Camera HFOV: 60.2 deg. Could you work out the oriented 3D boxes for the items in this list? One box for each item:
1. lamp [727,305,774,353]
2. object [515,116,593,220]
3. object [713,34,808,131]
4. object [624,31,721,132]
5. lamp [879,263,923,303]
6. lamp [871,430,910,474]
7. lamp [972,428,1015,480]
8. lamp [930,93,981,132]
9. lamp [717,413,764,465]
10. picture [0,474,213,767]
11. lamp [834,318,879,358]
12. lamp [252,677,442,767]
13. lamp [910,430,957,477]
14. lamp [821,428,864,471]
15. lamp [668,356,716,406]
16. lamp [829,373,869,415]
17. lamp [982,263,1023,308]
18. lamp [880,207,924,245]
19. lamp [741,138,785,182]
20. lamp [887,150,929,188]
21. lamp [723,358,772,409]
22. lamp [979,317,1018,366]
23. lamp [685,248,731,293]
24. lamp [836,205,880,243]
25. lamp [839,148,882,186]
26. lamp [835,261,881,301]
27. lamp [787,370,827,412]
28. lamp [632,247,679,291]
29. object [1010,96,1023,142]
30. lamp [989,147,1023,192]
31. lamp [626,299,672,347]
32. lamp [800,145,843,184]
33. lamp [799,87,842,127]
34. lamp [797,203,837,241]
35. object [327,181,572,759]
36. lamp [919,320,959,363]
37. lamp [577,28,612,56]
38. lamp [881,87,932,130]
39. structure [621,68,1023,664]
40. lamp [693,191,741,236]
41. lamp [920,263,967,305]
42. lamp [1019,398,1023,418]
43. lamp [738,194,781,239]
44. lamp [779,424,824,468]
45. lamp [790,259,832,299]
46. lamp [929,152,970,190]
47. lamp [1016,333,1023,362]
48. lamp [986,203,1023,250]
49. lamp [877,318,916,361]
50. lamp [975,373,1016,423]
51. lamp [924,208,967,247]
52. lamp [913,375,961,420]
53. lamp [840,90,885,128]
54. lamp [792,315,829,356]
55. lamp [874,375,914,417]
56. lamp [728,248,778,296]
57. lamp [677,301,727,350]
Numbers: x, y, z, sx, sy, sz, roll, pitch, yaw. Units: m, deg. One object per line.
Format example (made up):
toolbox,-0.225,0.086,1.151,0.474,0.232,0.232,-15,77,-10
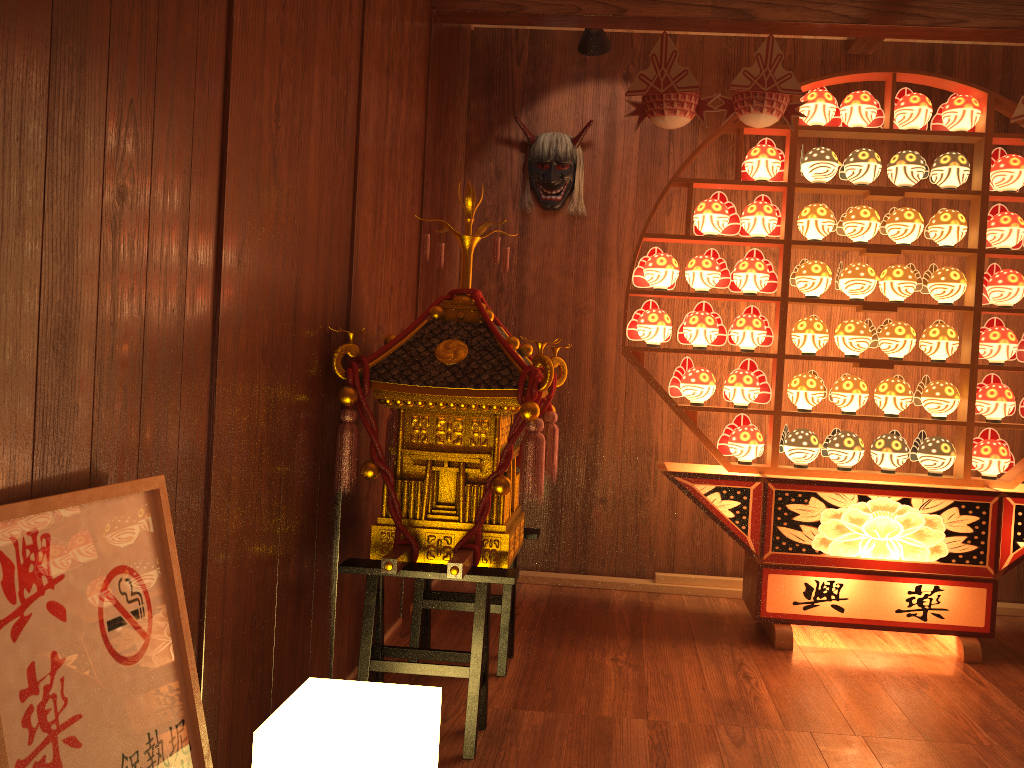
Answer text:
lamp,0.927,-0.219,3.465,0.179,0.192,0.160,4,1,20
object,0.187,-0.966,4.019,0.362,0.453,0.138,3,1,4
object,0.905,-1.079,3.212,0.346,0.306,0.216,3,1,4
object,0.581,-1.087,3.224,0.354,0.311,0.245,4,1,30
lamp,1.496,-0.396,3.442,0.162,0.167,0.135,2,1,-30
lamp,1.469,0.264,3.446,0.135,0.167,0.162,4,2,35
lamp,1.856,0.270,3.425,0.190,0.197,0.160,4,1,20
lamp,1.733,-1.054,3.405,0.187,0.188,0.159,3,1,10
lamp,0.924,0.218,3.475,0.196,0.197,0.156,3,1,-5
picture,-0.542,0.543,1.200,0.212,0.787,0.406,3,1,11
lamp,1.324,-0.182,3.451,0.160,0.161,0.136,3,1,-20
lamp,-0.309,0.779,1.698,0.279,0.315,0.282,3,1,5
lamp,1.658,0.272,3.437,0.144,0.173,0.152,2,1,-30
lamp,1.308,0.258,3.453,0.142,0.161,0.154,3,1,-15
lamp,0.741,-0.010,3.484,0.192,0.194,0.152,2,2,-35
lamp,1.320,0.039,3.446,0.138,0.161,0.158,3,1,6
lamp,1.914,-0.382,3.408,0.193,0.187,0.154,3,1,-15
lamp,1.527,-0.614,3.426,0.142,0.167,0.154,3,1,-15
lamp,0.979,-0.882,3.451,0.196,0.200,0.160,4,1,20
lamp,1.524,-0.835,3.427,0.162,0.167,0.134,2,2,-45
lamp,0.901,-0.004,3.469,0.194,0.200,0.162,4,1,30
lamp,1.878,-0.167,3.413,0.186,0.195,0.160,3,1,15
lamp,0.747,-0.450,3.474,0.175,0.191,0.162,4,2,35
lamp,1.363,-0.621,3.435,0.142,0.161,0.154,3,1,-15
lamp,1.364,-0.841,3.429,0.140,0.161,0.156,3,1,-5
lamp,1.357,-0.400,3.444,0.152,0.161,0.144,4,2,35
lamp,1.147,0.026,3.460,0.135,0.167,0.162,4,2,35
lamp,0.592,-0.456,3.480,0.193,0.187,0.154,3,1,-15
object,1.971,-1.006,3.151,0.246,0.314,0.357,3,1,-17
lamp,1.922,-0.829,3.399,0.203,0.200,0.155,3,1,-10
lamp,0.565,-0.241,3.484,0.192,0.195,0.155,3,1,-10
lamp,1.211,-0.853,3.450,0.153,0.167,0.142,4,1,20
lamp,1.189,-1.091,3.435,0.197,0.200,0.160,3,1,15
lamp,1.182,-0.634,3.447,0.135,0.167,0.162,4,2,35
object,-0.160,0.166,2.600,0.604,1.514,0.813,3,1,6
lamp,1.657,-0.169,3.425,0.136,0.173,0.160,4,1,20
lamp,0.341,-1.400,3.550,0.137,0.176,0.173,3,1,-9
lamp,1.555,-1.070,3.415,0.202,0.200,0.156,3,1,-5
structure,1.408,-0.109,3.443,1.953,2.195,0.492,3,1,3
lamp,0.781,-0.673,3.468,0.194,0.200,0.162,4,1,30
lamp,1.691,-0.387,3.423,0.143,0.173,0.153,3,1,-25
lamp,2.050,0.061,3.409,0.193,0.200,0.162,4,2,40
lamp,0.967,-0.660,3.455,0.185,0.195,0.160,4,1,20
lamp,1.146,0.245,3.466,0.152,0.167,0.144,4,2,35
lamp,1.180,-0.413,3.445,0.142,0.167,0.154,3,1,-15
lamp,1.693,-0.828,3.412,0.136,0.173,0.160,4,1,20
lamp,2.084,-0.158,3.402,0.203,0.200,0.155,3,1,-10
lamp,1.904,-0.609,3.403,0.199,0.200,0.158,3,1,5
lamp,1.501,-0.175,3.434,0.141,0.167,0.155,3,1,-10
lamp,1.870,0.054,3.417,0.183,0.194,0.159,3,1,15
lamp,1.686,-0.608,3.415,0.138,0.173,0.159,3,1,10
lamp,1.670,0.053,3.430,0.144,0.173,0.152,2,1,-30
lamp,1.341,-1.072,3.431,0.164,0.179,0.162,4,2,36
lamp,1.163,-0.194,3.453,0.135,0.167,0.161,4,1,25
lamp,1.481,0.045,3.442,0.135,0.167,0.162,4,2,35
lamp,0.936,-0.443,3.460,0.196,0.200,0.160,4,1,20
lamp,0.743,-0.234,3.474,0.197,0.200,0.160,3,1,15
